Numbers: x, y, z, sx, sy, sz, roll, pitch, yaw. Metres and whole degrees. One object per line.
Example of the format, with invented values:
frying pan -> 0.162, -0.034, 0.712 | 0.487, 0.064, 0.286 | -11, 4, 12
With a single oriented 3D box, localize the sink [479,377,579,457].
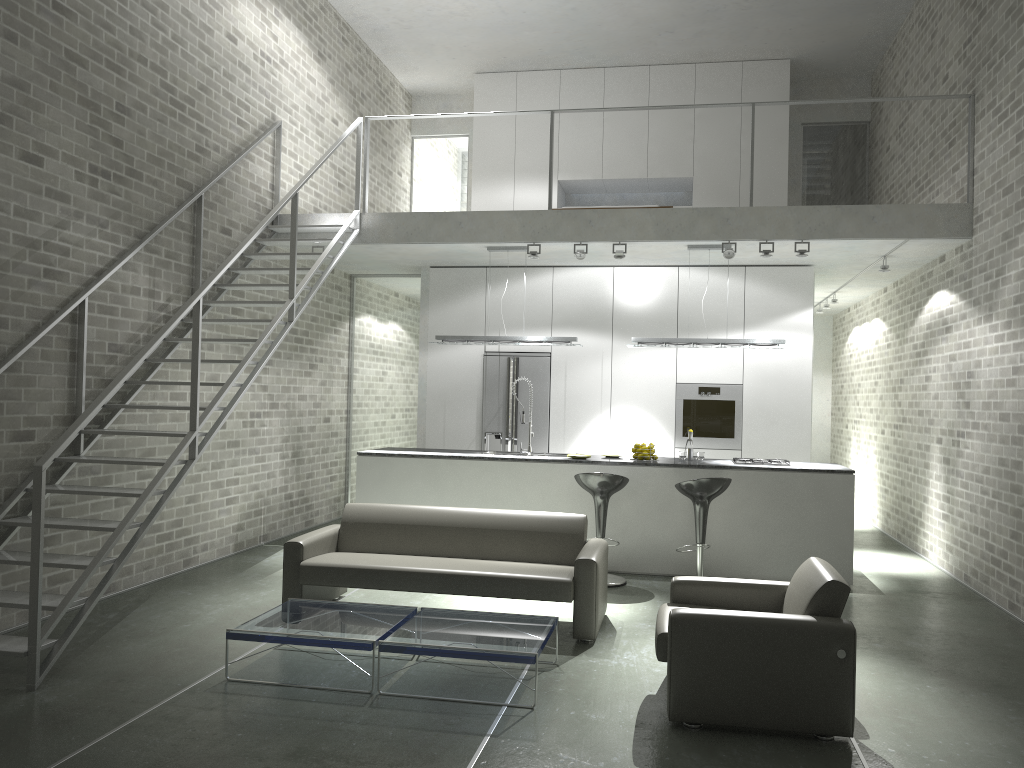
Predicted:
sink -> 0.174, 0.447, 8.524 | 0.987, 1.023, 0.546 | 1, -1, 11

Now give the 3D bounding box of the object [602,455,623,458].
object -> 0.952, 0.685, 8.409 | 0.216, 0.017, 0.217 | 1, -1, 36

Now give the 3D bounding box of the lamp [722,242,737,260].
lamp -> 1.973, -1.212, 8.059 | 0.131, 0.154, 0.098 | 1, -1, 11

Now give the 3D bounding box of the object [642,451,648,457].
object -> 1.198, 0.636, 8.004 | 0.061, 0.054, 0.052 | 2, -1, -22

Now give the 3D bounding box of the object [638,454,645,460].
object -> 1.174, 0.663, 8.054 | 0.064, 0.063, 0.074 | 1, -1, 21

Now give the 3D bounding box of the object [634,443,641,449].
object -> 1.145, 0.566, 8.080 | 0.053, 0.051, 0.063 | 2, -1, -42

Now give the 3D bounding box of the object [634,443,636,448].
object -> 1.143, 0.571, 8.133 | 0.052, 0.060, 0.057 | 2, -1, -11

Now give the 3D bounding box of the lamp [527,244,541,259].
lamp -> 0.207, -1.259, 8.412 | 0.109, 0.136, 0.109 | 2, -1, -37

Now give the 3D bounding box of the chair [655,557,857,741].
chair -> 1.194, 1.263, 4.526 | 0.910, 0.717, 0.963 | 1, -1, 11

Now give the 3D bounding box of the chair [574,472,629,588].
chair -> 0.742, 1.188, 7.396 | 0.457, 0.931, 0.464 | 1, -1, 25

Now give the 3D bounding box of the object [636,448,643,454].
object -> 1.161, 0.611, 8.068 | 0.062, 0.053, 0.052 | 2, -1, -27

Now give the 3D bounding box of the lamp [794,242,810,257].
lamp -> 2.602, -1.208, 7.956 | 0.109, 0.135, 0.109 | 2, -1, -31

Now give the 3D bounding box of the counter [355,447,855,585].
counter -> 0.787, 1.167, 8.278 | 4.400, 0.960, 0.900 | 1, -1, 11

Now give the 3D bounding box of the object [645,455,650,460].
object -> 1.227, 0.665, 8.031 | 0.051, 0.053, 0.063 | 1, -1, 9

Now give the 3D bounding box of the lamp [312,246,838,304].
lamp -> 1.142, -1.209, 10.208 | 6.854, 0.136, 0.110 | 2, -1, -24

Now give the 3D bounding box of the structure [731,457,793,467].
structure -> 2.245, 0.700, 8.005 | 0.500, 0.038, 0.500 | 1, -1, 11

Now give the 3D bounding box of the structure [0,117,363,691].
structure -> -2.370, -0.556, 6.653 | 0.902, 4.246, 4.345 | 1, -1, 11

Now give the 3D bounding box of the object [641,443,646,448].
object -> 1.202, 0.565, 8.099 | 0.051, 0.053, 0.063 | 1, -1, 2

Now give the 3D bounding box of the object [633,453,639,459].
object -> 1.131, 0.657, 8.097 | 0.060, 0.057, 0.052 | 1, -1, 3

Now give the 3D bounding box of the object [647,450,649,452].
object -> 1.230, 0.627, 8.065 | 0.051, 0.053, 0.062 | 1, -1, 9

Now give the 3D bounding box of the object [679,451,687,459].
object -> 1.611, 0.673, 8.360 | 0.064, 0.070, 0.063 | 2, -1, -41

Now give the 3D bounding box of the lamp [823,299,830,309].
lamp -> 4.333, -1.103, 12.212 | 0.109, 0.132, 0.109 | 2, -1, -37

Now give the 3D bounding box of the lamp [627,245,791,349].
lamp -> 1.851, -0.824, 8.364 | 1.490, 0.964, 0.290 | 1, -1, 11

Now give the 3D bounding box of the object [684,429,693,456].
object -> 1.671, 0.565, 8.271 | 0.101, 0.288, 0.088 | 1, -1, 41

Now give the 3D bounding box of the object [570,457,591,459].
object -> 0.611, 0.671, 8.061 | 0.216, 0.017, 0.217 | 1, -1, 44

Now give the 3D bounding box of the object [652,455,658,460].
object -> 1.301, 0.668, 8.078 | 0.053, 0.052, 0.062 | 1, -1, 40

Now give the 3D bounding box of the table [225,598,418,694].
table -> -1.032, 1.439, 4.955 | 0.820, 0.270, 0.800 | 1, -1, 11

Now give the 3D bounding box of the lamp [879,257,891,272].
lamp -> 3.665, -1.172, 8.724 | 0.109, 0.132, 0.109 | 2, -1, -37

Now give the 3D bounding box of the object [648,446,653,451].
object -> 1.255, 0.580, 8.053 | 0.051, 0.053, 0.063 | 1, -1, 14

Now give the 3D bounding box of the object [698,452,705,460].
object -> 1.778, 0.677, 8.333 | 0.064, 0.070, 0.063 | 1, -1, 19

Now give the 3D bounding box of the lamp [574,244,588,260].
lamp -> 0.643, -1.242, 8.321 | 0.115, 0.151, 0.115 | 2, -1, -36

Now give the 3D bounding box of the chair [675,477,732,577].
chair -> 1.540, 1.204, 7.208 | 0.457, 0.931, 0.464 | 2, -1, -8

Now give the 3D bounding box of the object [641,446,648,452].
object -> 1.200, 0.590, 8.031 | 0.061, 0.052, 0.053 | 1, -1, 14

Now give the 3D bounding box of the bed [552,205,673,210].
bed -> 1.272, -1.979, 10.850 | 1.341, 0.792, 1.957 | 1, -1, 11

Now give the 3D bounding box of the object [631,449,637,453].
object -> 1.120, 0.609, 8.114 | 0.053, 0.051, 0.063 | 2, -1, -30

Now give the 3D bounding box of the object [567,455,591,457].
object -> 0.611, 0.662, 8.061 | 0.216, 0.017, 0.217 | 1, -1, 44

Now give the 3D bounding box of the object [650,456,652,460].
object -> 1.250, 0.669, 8.109 | 0.061, 0.055, 0.050 | 2, -1, -44

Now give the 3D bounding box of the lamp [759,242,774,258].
lamp -> 2.300, -1.214, 8.014 | 0.109, 0.135, 0.109 | 2, -1, -31

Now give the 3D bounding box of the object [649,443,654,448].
object -> 1.277, 0.568, 8.116 | 0.050, 0.060, 0.059 | 1, -1, 0

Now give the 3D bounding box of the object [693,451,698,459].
object -> 1.730, 0.677, 8.413 | 0.064, 0.070, 0.063 | 2, -1, -41

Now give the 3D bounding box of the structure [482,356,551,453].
structure -> 0.040, 0.643, 9.924 | 0.743, 1.900, 0.160 | 1, -1, 11

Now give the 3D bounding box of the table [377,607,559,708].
table -> -0.209, 1.456, 4.797 | 0.820, 0.270, 0.800 | 1, -1, 11

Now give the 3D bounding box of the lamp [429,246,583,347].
lamp -> -0.050, -0.865, 8.729 | 1.490, 0.964, 0.290 | 1, -1, 11

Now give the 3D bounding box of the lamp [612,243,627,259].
lamp -> 1.004, -1.234, 8.273 | 0.115, 0.151, 0.115 | 2, -1, -36

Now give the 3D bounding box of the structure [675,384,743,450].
structure -> 2.109, 0.351, 9.507 | 0.692, 0.680, 0.036 | 1, -1, 11

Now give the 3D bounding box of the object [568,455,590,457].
object -> 0.612, 0.657, 8.062 | 0.216, 0.017, 0.217 | 1, -1, 44

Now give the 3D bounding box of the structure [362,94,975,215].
structure -> 1.276, -2.087, 8.233 | 5.560, 0.972, 0.070 | 1, -1, 11

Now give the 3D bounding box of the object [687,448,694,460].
object -> 1.660, 0.655, 8.259 | 0.060, 0.106, 0.060 | 1, -1, 4

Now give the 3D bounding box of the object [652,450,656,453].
object -> 1.284, 0.617, 8.097 | 0.061, 0.054, 0.053 | 2, -1, -43

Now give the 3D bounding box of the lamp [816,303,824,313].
lamp -> 4.448, -1.090, 12.816 | 0.109, 0.135, 0.109 | 2, -1, -37

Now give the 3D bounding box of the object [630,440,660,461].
object -> 1.212, 0.608, 8.098 | 0.189, 0.174, 0.207 | 2, -1, -34

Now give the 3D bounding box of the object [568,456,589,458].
object -> 0.611, 0.667, 8.061 | 0.216, 0.017, 0.217 | 1, -1, 44

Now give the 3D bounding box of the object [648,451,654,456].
object -> 1.254, 0.630, 8.046 | 0.061, 0.055, 0.051 | 2, -1, -20

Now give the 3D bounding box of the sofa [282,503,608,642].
sofa -> -0.428, 1.247, 6.068 | 2.114, 0.717, 0.902 | 1, -1, 11
